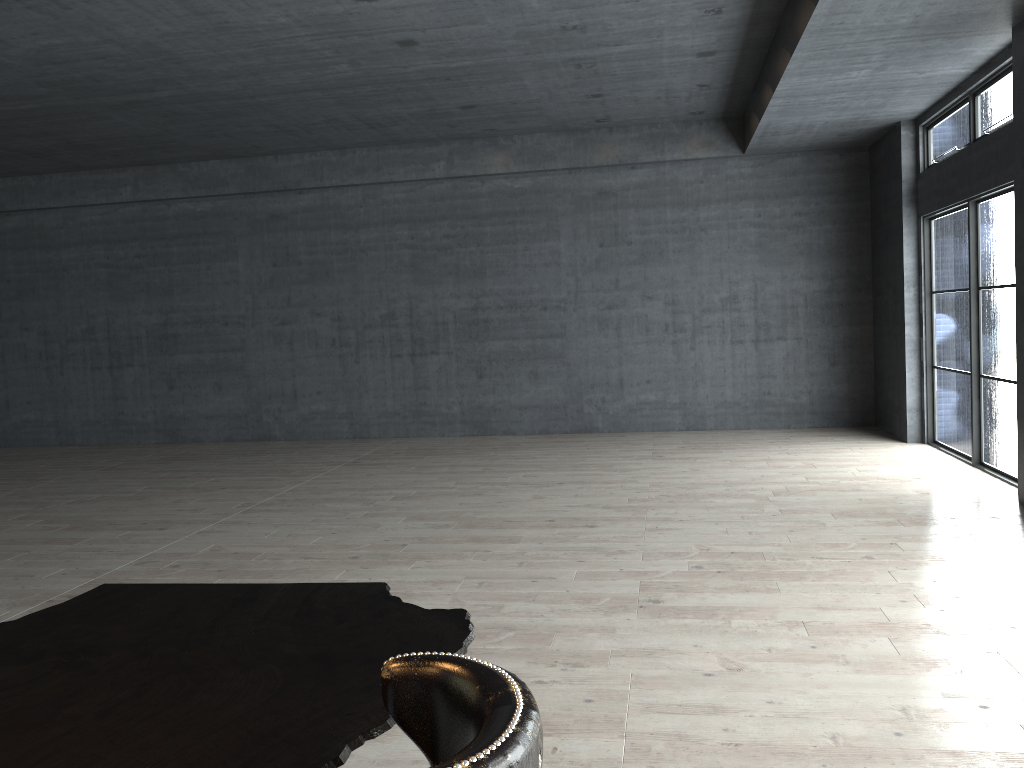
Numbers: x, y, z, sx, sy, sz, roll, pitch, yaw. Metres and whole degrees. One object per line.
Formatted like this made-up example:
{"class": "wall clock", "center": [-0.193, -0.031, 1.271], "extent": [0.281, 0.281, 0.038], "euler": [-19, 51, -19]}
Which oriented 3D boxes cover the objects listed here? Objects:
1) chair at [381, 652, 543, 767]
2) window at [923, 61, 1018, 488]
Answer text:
{"class": "chair", "center": [-0.215, 1.025, 1.348], "extent": [0.568, 1.092, 0.504], "euler": [-3, 3, 2]}
{"class": "window", "center": [3.127, -0.359, 0.160], "extent": [0.120, 3.727, 20.810], "euler": [-2, 4, 10]}
